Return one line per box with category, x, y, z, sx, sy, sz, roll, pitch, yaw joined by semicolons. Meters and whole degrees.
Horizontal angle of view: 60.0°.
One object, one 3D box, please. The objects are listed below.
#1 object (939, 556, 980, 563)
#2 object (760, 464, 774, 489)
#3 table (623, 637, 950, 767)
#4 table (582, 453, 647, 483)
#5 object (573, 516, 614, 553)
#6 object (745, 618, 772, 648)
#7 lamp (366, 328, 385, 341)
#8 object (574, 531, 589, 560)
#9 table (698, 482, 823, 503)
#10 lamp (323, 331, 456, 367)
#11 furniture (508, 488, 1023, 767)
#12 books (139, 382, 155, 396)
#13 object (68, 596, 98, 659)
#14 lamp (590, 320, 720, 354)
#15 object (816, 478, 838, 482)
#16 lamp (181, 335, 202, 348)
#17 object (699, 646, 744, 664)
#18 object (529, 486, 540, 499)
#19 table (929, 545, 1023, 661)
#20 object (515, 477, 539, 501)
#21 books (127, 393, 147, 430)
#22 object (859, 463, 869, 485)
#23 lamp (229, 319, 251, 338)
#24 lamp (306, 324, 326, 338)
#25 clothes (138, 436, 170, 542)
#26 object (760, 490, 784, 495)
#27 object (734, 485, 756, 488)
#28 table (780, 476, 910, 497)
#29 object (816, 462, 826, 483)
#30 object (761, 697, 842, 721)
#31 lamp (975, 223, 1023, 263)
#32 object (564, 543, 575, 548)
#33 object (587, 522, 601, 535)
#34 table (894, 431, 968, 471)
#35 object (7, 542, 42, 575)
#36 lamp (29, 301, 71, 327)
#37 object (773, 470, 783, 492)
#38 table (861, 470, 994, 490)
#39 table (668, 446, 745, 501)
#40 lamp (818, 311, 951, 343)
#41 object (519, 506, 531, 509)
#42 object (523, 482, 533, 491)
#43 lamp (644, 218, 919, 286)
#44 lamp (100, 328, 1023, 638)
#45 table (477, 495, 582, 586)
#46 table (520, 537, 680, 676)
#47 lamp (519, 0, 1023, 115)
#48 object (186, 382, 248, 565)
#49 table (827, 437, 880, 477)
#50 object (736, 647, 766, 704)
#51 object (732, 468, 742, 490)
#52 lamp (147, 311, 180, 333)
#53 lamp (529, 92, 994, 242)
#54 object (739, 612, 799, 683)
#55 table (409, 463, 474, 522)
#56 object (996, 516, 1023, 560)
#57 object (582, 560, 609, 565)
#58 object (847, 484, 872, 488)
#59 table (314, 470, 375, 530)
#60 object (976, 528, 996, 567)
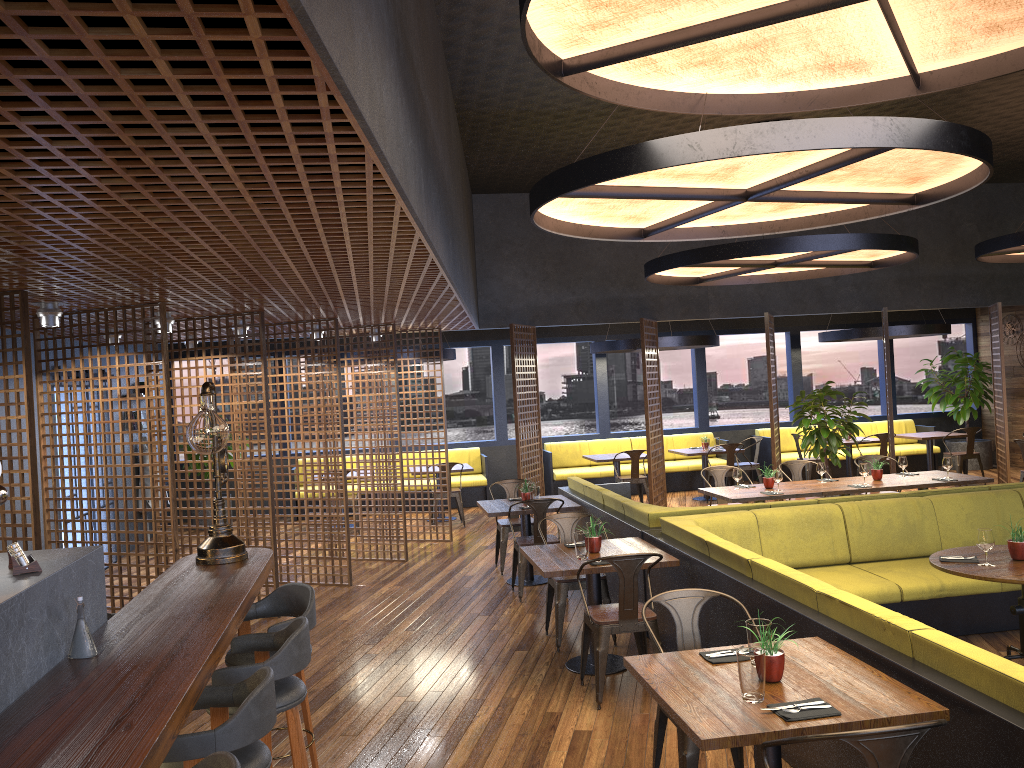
object;2.673;1.035;5.259;0.255;0.019;0.157;-3;0;23
object;2.555;0.908;8.865;0.238;0.271;0.260;-3;0;13
table;1.003;1.517;3.402;0.887;0.763;0.906;-3;0;-9
table;1.628;1.473;13.492;0.887;0.763;0.906;-3;0;-9
object;0.568;1.019;6.084;0.260;0.271;0.238;-3;0;-7
object;0.995;1.044;3.563;0.102;0.178;0.102;-3;0;-23
lamp;-1.673;-0.595;10.890;0.228;0.172;0.228;-3;0;-9
object;0.463;1.071;5.873;0.102;0.178;0.102;-3;0;-23
table;2.453;1.433;8.789;0.906;0.763;0.887;-3;0;-9
lamp;-1.874;-1.397;13.114;1.979;2.172;1.979;-3;0;-2
furniture;3.226;1.318;6.069;4.895;0.914;7.462;-3;0;-14
books;-5.205;0.093;12.655;0.177;0.245;0.450;-3;0;-9
object;-1.478;0.828;3.032;0.114;0.203;0.069;-3;0;26
lamp;2.147;-1.616;13.744;1.979;2.172;1.979;-3;0;36
object;3.289;0.997;9.218;0.157;0.019;0.255;-3;0;-9
lamp;-3.749;-0.482;10.362;0.228;0.172;0.228;-3;0;-9
object;0.925;1.128;3.711;0.255;0.019;0.157;-3;0;-9
object;0.220;1.081;8.590;0.102;0.178;0.102;-3;0;-3
table;2.994;1.407;5.141;1.007;0.760;1.007;-3;0;29
object;0.155;1.038;8.729;0.260;0.271;0.238;-3;0;-7
books;-5.077;0.374;11.991;0.223;0.489;0.286;-3;0;-18
object;3.492;0.893;8.793;0.097;0.206;0.097;-3;0;37
lamp;-2.642;-0.540;8.630;0.228;0.172;0.228;-3;0;-9
lamp;-2.146;-0.569;9.748;0.228;0.172;0.228;-3;0;-9
clothes;-5.016;1.467;12.420;0.401;1.494;0.423;-3;0;-13
object;2.487;1.041;8.520;0.157;0.019;0.255;-3;0;-9
object;2.393;1.046;9.078;0.157;0.019;0.255;-3;0;-9
table;3.348;1.384;8.929;0.906;0.763;0.887;-3;0;-9
object;3.171;0.910;9.086;0.097;0.206;0.097;-3;0;37
object;0.991;1.125;3.076;0.255;0.019;0.157;-3;0;-9
lamp;6.759;-2.244;10.012;2.778;1.362;2.778;-3;0;-44
object;0.508;1.148;6.379;0.255;0.019;0.157;-3;0;-9
object;0.579;1.064;6.231;0.102;0.178;0.102;-3;0;-23
table;6.758;1.193;14.294;0.887;0.763;0.906;-3;0;-9
object;-1.681;0.595;3.054;0.091;0.091;0.177;-3;0;-34
lamp;-3.337;-0.501;6.400;0.228;0.172;0.228;-3;0;-9
object;2.595;0.941;8.653;0.097;0.206;0.097;-3;0;37
table;4.239;1.335;9.074;0.906;0.763;0.887;-3;0;-9
table;3.010;1.397;13.712;0.906;0.763;0.887;-3;0;-9
lamp;5.943;-1.825;14.337;1.979;2.172;1.979;-3;0;-24
object;0.157;1.165;8.419;0.255;0.019;0.157;-3;0;-9
object;0.162;1.084;8.906;0.102;0.178;0.102;-3;0;7
lamp;2.781;-1.951;9.470;2.778;1.475;2.778;-3;0;-9
lamp;0.669;0.553;8.113;9.057;2.714;3.017;-3;0;-9
table;0.166;1.557;8.736;0.887;0.763;0.906;-3;0;-9
table;0.587;1.537;6.069;0.887;0.763;0.906;-3;0;-9
lamp;1.389;-2.047;3.440;2.778;1.159;2.778;-3;0;41
object;-1.552;0.460;4.668;0.263;0.944;0.566;-3;0;-16
table;5.377;1.268;14.082;0.906;0.763;0.887;-3;0;-9
object;0.865;1.052;3.198;0.102;0.178;0.102;-3;0;27
object;2.275;0.959;8.945;0.097;0.206;0.097;-3;0;37
lamp;-2.950;-0.523;7.522;0.228;0.172;0.228;-3;0;-9
lamp;1.466;-1.876;5.679;2.778;1.475;2.778;-3;0;-5
object;0.976;0.999;3.392;0.238;0.271;0.260;-3;0;13
table;-1.036;1.618;13.075;0.887;0.763;0.906;-3;0;-9
object;2.949;0.890;5.179;0.238;0.271;0.260;-3;0;13
object;0.575;1.145;5.744;0.255;0.019;0.157;-3;0;-9
object;3.384;0.993;8.661;0.157;0.019;0.255;-3;0;-9
table;-2.417;1.693;12.859;0.887;0.763;0.906;-3;0;-9
object;2.720;0.938;5.092;0.097;0.206;0.097;-3;0;33
